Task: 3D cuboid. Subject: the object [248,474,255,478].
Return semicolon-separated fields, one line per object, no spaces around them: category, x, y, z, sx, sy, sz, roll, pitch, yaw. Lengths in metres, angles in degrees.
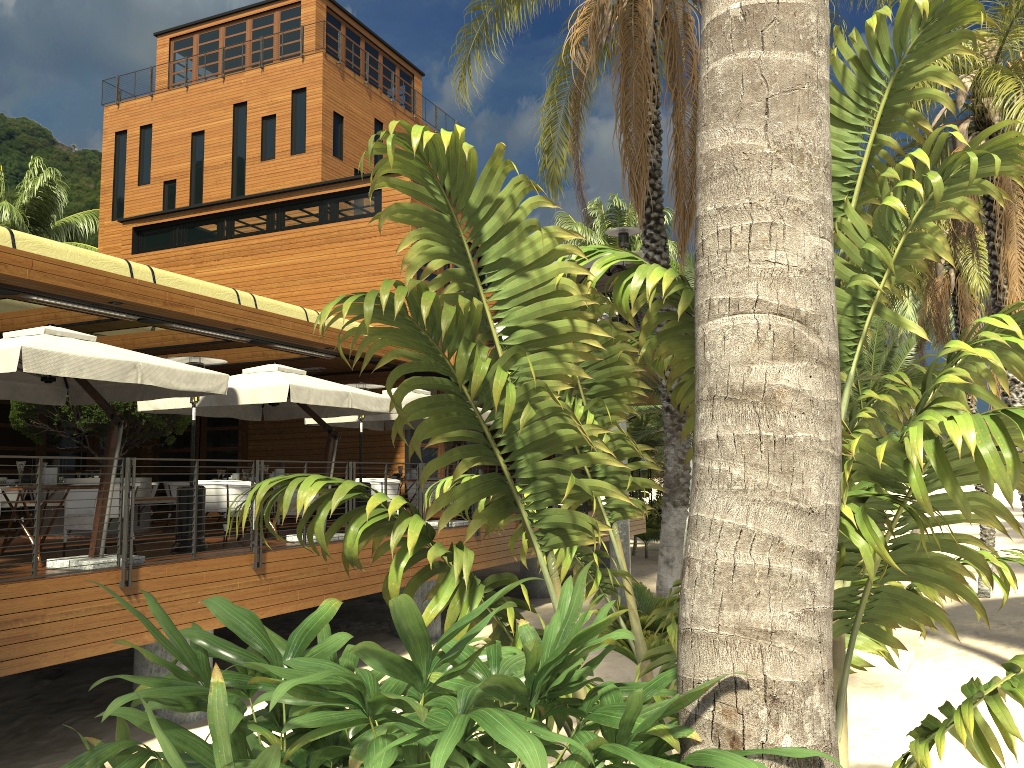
object;-4.542;1.633;15.509;0.163;0.179;0.167;1;-7;-17

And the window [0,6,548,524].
window;-6.491;-5.952;21.075;14.488;18.004;38.332;-1;-6;1

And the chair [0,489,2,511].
chair;-4.949;1.269;7.816;0.627;0.790;0.615;-4;-7;25

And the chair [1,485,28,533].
chair;-8.131;2.004;14.258;0.616;0.790;0.626;6;-9;-44

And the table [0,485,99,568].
table;-4.610;1.354;8.490;0.931;0.751;0.930;-4;-7;24

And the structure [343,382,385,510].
structure;-2.213;1.066;12.977;0.699;2.197;0.698;-2;-7;12

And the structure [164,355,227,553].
structure;-3.587;0.765;9.954;0.699;2.197;0.698;-2;-7;12

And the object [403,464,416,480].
object;-1.646;1.453;14.639;0.263;0.264;0.263;2;-7;-21

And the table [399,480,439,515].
table;-1.819;1.964;14.627;0.931;0.751;0.930;-4;-7;24

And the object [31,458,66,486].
object;-4.437;0.843;8.499;0.263;0.264;0.263;2;-7;-21

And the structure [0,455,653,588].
structure;-1.718;1.643;11.997;0.163;1.156;26.221;-4;-7;24

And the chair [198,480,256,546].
chair;-3.543;1.577;10.909;0.627;0.790;0.615;-4;-7;25

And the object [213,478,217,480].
object;-5.282;1.718;15.760;0.086;0.086;0.086;-5;-8;35

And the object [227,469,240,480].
object;-4.896;1.613;15.666;0.263;0.264;0.263;1;-7;-20

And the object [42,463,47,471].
object;-4.687;0.899;8.849;0.082;0.227;0.082;-3;-7;13

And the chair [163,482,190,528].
chair;-5.703;2.077;15.297;0.616;0.790;0.626;2;-7;-20

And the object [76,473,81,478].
object;-7.992;1.748;16.345;0.082;0.227;0.082;3;-8;-28

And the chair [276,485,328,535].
chair;-2.882;1.715;12.305;0.627;0.790;0.615;-4;-7;25

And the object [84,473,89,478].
object;-8.050;1.794;16.764;0.082;0.227;0.082;2;-8;-23

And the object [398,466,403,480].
object;-1.812;1.450;14.443;0.082;0.227;0.082;-4;-8;25

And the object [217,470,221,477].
object;-5.094;1.604;15.413;0.082;0.227;0.082;1;-7;-14

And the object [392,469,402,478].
object;-1.919;1.512;14.758;0.163;0.179;0.167;-4;-7;26

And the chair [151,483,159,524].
chair;-7.007;2.252;16.751;0.616;0.790;0.626;2;-7;-20

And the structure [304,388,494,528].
structure;-1.751;1.179;14.711;2.412;2.338;2.409;-4;-7;24

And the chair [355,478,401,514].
chair;-2.138;1.884;14.001;0.627;0.790;0.615;-4;-7;25

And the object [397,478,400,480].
object;-1.851;1.553;14.498;0.080;0.042;0.080;0;-6;-7

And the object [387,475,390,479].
object;-2.050;1.541;14.570;0.086;0.086;0.086;-4;-7;24

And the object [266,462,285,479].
object;-3.051;1.146;11.549;0.263;0.264;0.263;2;-7;-21

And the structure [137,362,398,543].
structure;-3.141;0.875;11.655;2.412;2.338;2.409;-4;-7;24

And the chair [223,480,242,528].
chair;-4.563;2.007;14.800;0.627;0.790;0.615;2;-7;-20

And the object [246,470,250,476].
object;-4.733;1.650;15.898;0.082;0.227;0.082;1;-7;-14

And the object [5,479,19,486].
object;-4.734;0.936;8.399;0.116;0.065;0.116;-4;-7;23

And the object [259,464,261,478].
object;-3.217;1.143;11.353;0.082;0.227;0.082;-4;-8;25

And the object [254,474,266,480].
object;-3.324;1.205;11.668;0.163;0.179;0.167;-4;-7;26

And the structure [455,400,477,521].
structure;-0.835;1.367;16.007;0.699;2.197;0.698;-2;-7;12

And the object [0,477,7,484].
object;-4.842;0.930;8.430;0.086;0.086;0.086;-5;-8;29

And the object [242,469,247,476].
object;-4.670;1.603;15.466;0.082;0.227;0.082;3;-8;-30

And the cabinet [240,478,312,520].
cabinet;-4.902;2.360;18.261;1.610;0.840;0.556;-4;-7;24

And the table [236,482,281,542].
table;-3.216;1.659;11.555;0.931;0.751;0.930;-4;-7;24

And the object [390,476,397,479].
object;-1.942;1.547;14.539;0.116;0.065;0.116;-2;-6;6

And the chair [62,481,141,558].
chair;-4.263;1.413;9.265;0.627;0.790;0.615;-4;-7;25

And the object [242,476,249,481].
object;-3.455;1.234;11.480;0.086;0.086;0.086;-5;-8;29

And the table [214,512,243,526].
table;-4.874;2.116;15.608;1.165;0.751;1.164;-4;-7;29

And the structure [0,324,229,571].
structure;-4.530;0.571;8.598;2.412;2.338;2.409;-4;-7;24

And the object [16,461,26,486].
object;-4.603;0.839;8.303;0.082;0.227;0.082;-4;-8;25

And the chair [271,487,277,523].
chair;-3.956;2.104;15.805;0.616;0.790;0.626;2;-7;-20

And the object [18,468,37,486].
object;-4.710;0.901;8.618;0.163;0.179;0.167;-4;-7;26

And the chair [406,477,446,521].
chair;-1.476;2.023;15.397;0.627;0.790;0.615;-4;-7;25

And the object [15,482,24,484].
object;-4.642;0.942;8.358;0.080;0.042;0.080;1;-7;-14

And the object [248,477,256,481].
object;-3.347;1.240;11.448;0.116;0.065;0.116;-4;-7;23

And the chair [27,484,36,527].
chair;-8.545;2.221;16.229;0.616;0.790;0.626;2;-7;-20

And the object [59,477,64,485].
object;-4.444;0.954;8.707;0.086;0.086;0.086;-5;-8;29

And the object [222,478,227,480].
object;-4.988;1.672;15.375;0.086;0.086;0.086;-4;-7;25

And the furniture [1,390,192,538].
furniture;-6.426;0.986;13.891;2.615;2.729;2.689;-3;-7;15

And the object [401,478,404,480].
object;-1.851;1.597;14.909;0.080;0.042;0.080;0;-6;-7

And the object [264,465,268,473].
object;-3.300;1.202;11.899;0.082;0.227;0.082;-4;-8;25

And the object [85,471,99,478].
object;-7.823;1.757;16.595;0.263;0.264;0.263;1;-7;-17

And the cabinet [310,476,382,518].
cabinet;-3.423;2.267;17.601;1.610;0.840;0.556;-4;-7;24

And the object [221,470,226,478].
object;-5.152;1.648;15.819;0.082;0.227;0.082;3;-8;-30
